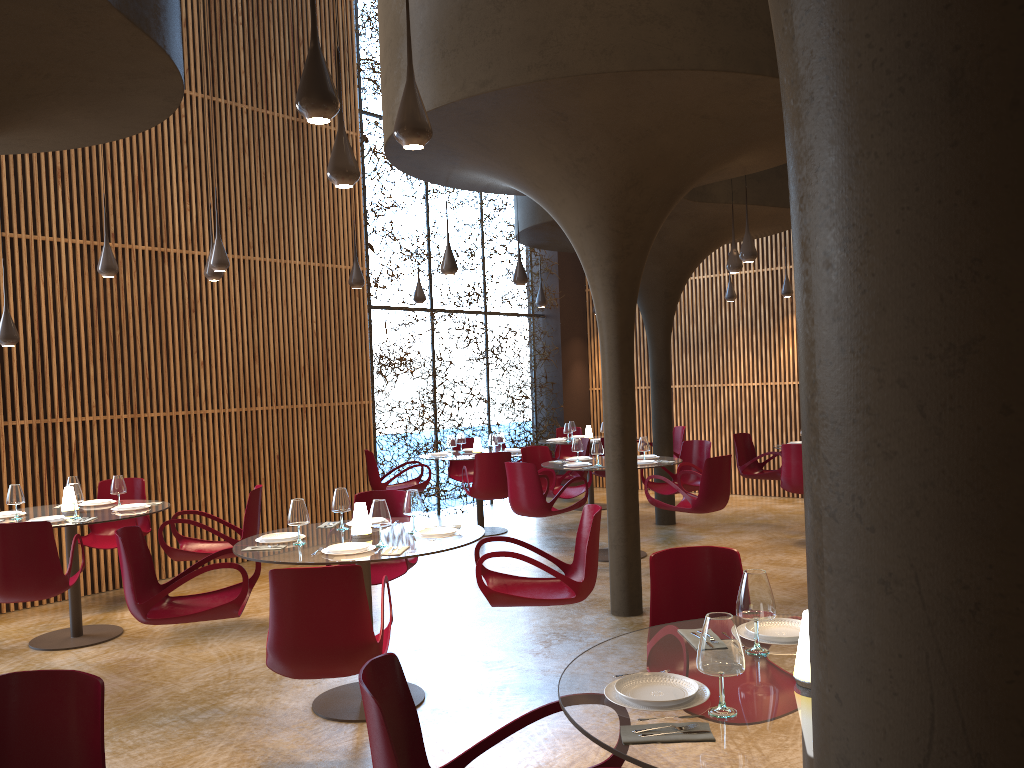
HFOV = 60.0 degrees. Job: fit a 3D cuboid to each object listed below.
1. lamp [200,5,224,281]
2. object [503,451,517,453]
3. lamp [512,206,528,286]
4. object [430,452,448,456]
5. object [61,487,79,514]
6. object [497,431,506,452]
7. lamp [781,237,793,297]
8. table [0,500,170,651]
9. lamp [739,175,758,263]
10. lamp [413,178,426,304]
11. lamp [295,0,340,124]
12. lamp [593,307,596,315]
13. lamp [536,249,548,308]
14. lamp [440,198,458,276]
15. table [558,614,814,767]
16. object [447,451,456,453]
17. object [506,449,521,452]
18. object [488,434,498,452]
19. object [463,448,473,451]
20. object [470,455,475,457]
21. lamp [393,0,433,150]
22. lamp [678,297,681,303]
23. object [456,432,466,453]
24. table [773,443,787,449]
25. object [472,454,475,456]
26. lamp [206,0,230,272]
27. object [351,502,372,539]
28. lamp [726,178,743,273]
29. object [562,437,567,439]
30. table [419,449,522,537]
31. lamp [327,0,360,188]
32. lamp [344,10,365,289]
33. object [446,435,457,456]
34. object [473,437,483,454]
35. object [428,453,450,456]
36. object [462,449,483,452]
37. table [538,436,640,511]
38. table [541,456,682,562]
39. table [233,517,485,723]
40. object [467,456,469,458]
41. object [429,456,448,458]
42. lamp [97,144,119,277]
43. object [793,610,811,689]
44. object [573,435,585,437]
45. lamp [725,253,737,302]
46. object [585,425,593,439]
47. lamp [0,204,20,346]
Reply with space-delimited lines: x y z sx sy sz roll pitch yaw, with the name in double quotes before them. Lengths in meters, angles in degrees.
"lamp" -3.257 -4.224 9.219 0.195 6.281 0.196 -4 2 -43
"object" 0.042 0.962 12.641 0.332 0.014 0.331 -2 0 32
"lamp" -0.021 -4.361 10.971 0.196 6.281 0.196 -2 2 -6
"object" -1.029 0.996 12.555 0.263 0.029 0.263 -2 0 10
"object" -3.948 1.033 7.907 0.144 0.232 0.142 -2 1 24
"object" -0.161 0.833 12.762 0.142 0.295 0.142 -3 1 -11
"lamp" 4.340 -4.549 14.295 0.196 6.281 0.196 -3 2 -26
"table" -3.921 1.714 7.928 1.672 1.131 1.671 -2 1 -5
"lamp" 2.434 -4.455 9.502 0.196 6.281 0.196 -3 2 -16
"lamp" -1.474 -4.308 12.860 0.196 6.281 0.196 -3 2 -26
"lamp" -0.980 -4.297 3.816 0.196 6.281 0.196 -3 2 -16
"lamp" 1.494 -4.441 16.593 0.196 6.281 0.196 -3 2 -26
"lamp" 0.359 -4.388 14.353 0.196 6.281 0.196 -3 2 -26
"lamp" -0.810 -4.324 9.598 0.196 6.281 0.196 -2 2 -6
"table" 1.008 1.532 2.883 1.672 1.131 1.671 -2 1 0
"object" -0.897 1.005 13.155 0.126 0.017 0.262 -2 0 -4
"object" 0.041 0.952 12.641 0.263 0.029 0.263 -2 0 32
"object" -0.260 0.838 12.298 0.142 0.295 0.142 -3 2 -35
"object" -0.595 0.976 13.159 0.263 0.029 0.263 -2 0 -14
"object" -0.409 0.982 12.129 0.331 0.014 0.332 -2 0 -42
"lamp" -0.616 -4.313 4.314 0.196 6.281 0.195 -1 2 44
"lamp" 2.594 -4.479 14.693 0.196 6.281 0.196 -4 2 -36
"object" -0.744 0.855 12.972 0.142 0.295 0.142 -3 2 -39
"table" 4.335 1.367 11.688 1.671 1.131 1.672 -3 1 -42
"object" -0.410 0.972 12.129 0.263 0.029 0.263 -2 0 0
"lamp" -2.969 -4.233 8.527 0.196 6.281 0.196 -3 2 -23
"object" -1.025 0.922 6.013 0.142 0.232 0.144 -1 2 32
"lamp" 2.526 -4.462 10.460 0.196 6.281 0.196 -3 2 -16
"object" 0.860 0.927 15.143 0.126 0.017 0.262 -2 0 -4
"table" -0.465 1.558 12.657 1.672 1.131 1.671 -2 1 -9
"lamp" -1.113 -4.296 5.110 0.196 6.281 0.195 -1 2 44
"lamp" -1.983 -4.280 10.518 0.196 6.281 0.195 -2 2 14
"object" -0.847 0.862 12.413 0.142 0.295 0.142 -1 2 38
"object" -0.492 0.877 12.636 0.142 0.232 0.144 -2 1 4
"object" -1.029 1.005 12.556 0.332 0.014 0.331 -2 0 20
"object" -0.595 0.986 13.159 0.332 0.014 0.331 -2 0 31
"table" 1.292 1.480 14.646 1.672 1.131 1.671 -2 1 -9
"table" 1.210 1.497 10.622 1.671 1.131 1.672 -3 1 -32
"table" -0.997 1.602 6.034 1.672 1.131 1.671 -2 1 2
"object" -0.414 0.983 12.128 0.410 0.012 0.204 -2 0 -5
"object" -1.015 1.013 12.254 0.262 0.017 0.126 -2 0 -6
"lamp" -4.084 -4.188 8.598 0.195 6.281 0.196 -4 2 -43
"object" 0.980 0.851 2.863 0.142 0.232 0.144 -2 1 -1
"object" 1.162 0.898 15.147 0.263 0.029 0.263 -2 0 -7
"lamp" 3.531 -4.517 14.724 0.196 6.281 0.196 -4 2 -36
"object" 1.265 0.799 14.625 0.144 0.232 0.142 -2 1 14
"lamp" -4.825 -3.490 8.173 0.196 6.281 0.195 -2 2 14
